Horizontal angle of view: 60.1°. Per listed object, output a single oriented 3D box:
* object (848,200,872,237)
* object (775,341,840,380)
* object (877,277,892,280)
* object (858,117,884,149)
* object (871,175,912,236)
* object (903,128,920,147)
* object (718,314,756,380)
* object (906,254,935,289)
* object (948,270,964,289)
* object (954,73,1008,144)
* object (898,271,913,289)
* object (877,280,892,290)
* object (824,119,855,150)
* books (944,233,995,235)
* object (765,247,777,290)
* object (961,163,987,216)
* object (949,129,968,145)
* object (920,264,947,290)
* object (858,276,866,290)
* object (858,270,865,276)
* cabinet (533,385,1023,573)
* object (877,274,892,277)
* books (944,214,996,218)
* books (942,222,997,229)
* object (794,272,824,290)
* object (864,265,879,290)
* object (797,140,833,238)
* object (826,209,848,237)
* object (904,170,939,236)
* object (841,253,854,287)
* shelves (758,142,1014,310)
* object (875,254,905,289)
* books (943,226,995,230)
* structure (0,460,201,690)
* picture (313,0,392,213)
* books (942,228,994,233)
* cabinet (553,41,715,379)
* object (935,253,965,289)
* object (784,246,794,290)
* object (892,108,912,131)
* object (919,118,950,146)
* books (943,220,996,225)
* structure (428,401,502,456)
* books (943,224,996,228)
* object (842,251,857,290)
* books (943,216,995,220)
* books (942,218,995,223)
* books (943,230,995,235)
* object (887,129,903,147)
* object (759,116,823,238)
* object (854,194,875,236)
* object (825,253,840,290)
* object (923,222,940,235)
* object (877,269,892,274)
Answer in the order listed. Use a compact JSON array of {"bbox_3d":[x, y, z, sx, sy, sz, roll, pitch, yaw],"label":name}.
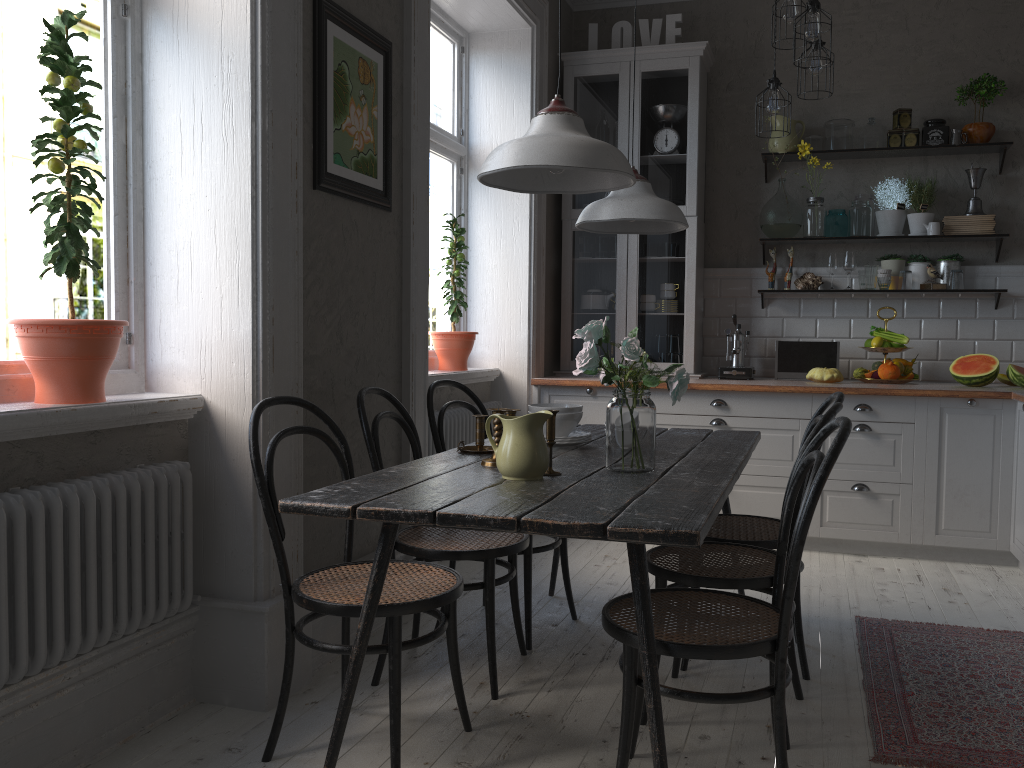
[{"bbox_3d":[1.974,-0.933,5.025,0.122,0.206,0.127,3,4,40],"label":"object"},{"bbox_3d":[1.682,-0.132,5.050,0.347,0.226,0.089,2,3,17],"label":"object"},{"bbox_3d":[2.091,-0.572,4.974,0.076,0.051,0.078,1,3,11],"label":"object"},{"bbox_3d":[2.074,-1.427,5.114,0.142,0.220,0.138,-1,3,-23],"label":"object"},{"bbox_3d":[2.181,-1.007,5.054,0.240,0.354,0.239,3,4,36],"label":"object"},{"bbox_3d":[2.236,-1.364,4.956,0.081,0.113,0.084,2,3,28],"label":"object"},{"bbox_3d":[1.286,-0.210,5.074,0.203,0.370,0.357,2,3,18],"label":"object"},{"bbox_3d":[2.317,-0.635,5.044,0.150,0.214,0.170,-2,4,-42],"label":"object"},{"bbox_3d":[2.455,-0.575,4.893,0.077,0.108,0.078,1,3,11],"label":"object"},{"bbox_3d":[2.575,-1.496,4.850,0.255,0.397,0.246,3,4,42],"label":"object"},{"bbox_3d":[2.218,-0.583,4.992,0.077,0.108,0.078,1,3,11],"label":"object"},{"bbox_3d":[2.090,-0.555,4.974,0.076,0.051,0.078,1,3,11],"label":"object"},{"bbox_3d":[1.874,-1.410,5.076,0.175,0.184,0.168,-1,4,-33],"label":"object"},{"bbox_3d":[2.539,-0.824,4.929,0.257,0.011,0.160,2,3,20],"label":"books"},{"bbox_3d":[1.538,-0.680,5.247,0.053,0.264,0.061,0,3,-11],"label":"object"},{"bbox_3d":[2.564,-1.069,4.904,0.130,0.287,0.131,1,3,3],"label":"object"},{"bbox_3d":[2.441,-1.346,4.843,0.092,0.096,0.075,2,3,18],"label":"object"},{"bbox_3d":[2.358,-0.595,4.941,0.119,0.147,0.099,0,3,-15],"label":"object"},{"bbox_3d":[2.036,-0.580,5.115,0.076,0.083,0.079,3,4,36],"label":"object"},{"bbox_3d":[2.036,-0.613,5.114,0.076,0.083,0.079,3,4,36],"label":"object"},{"bbox_3d":[1.807,0.484,3.676,2.022,0.854,4.124,-1,3,-25],"label":"cabinet"},{"bbox_3d":[2.091,-0.590,4.973,0.075,0.051,0.079,3,4,37],"label":"object"},{"bbox_3d":[2.540,-0.922,4.923,0.257,0.011,0.160,2,3,23],"label":"books"},{"bbox_3d":[2.540,-0.879,4.926,0.257,0.011,0.160,2,3,20],"label":"books"},{"bbox_3d":[1.721,-0.598,5.153,0.177,0.111,0.096,0,3,-5],"label":"object"},{"bbox_3d":[2.041,-0.603,5.033,0.079,0.139,0.078,0,3,-9],"label":"object"},{"bbox_3d":[1.708,-1.106,5.040,0.190,0.540,0.283,1,3,10],"label":"object"},{"bbox_3d":[1.887,-0.924,5.147,0.124,0.172,0.128,2,3,21],"label":"object"},{"bbox_3d":[2.290,-1.013,4.965,0.187,0.380,0.167,-1,3,-21],"label":"object"},{"bbox_3d":[1.944,-0.648,5.120,0.081,0.217,0.082,1,3,4],"label":"object"},{"bbox_3d":[2.092,-0.859,5.056,1.301,0.923,0.231,2,3,17],"label":"shelves"},{"bbox_3d":[2.167,-0.644,5.080,0.157,0.217,0.155,1,3,-2],"label":"object"},{"bbox_3d":[2.539,-0.857,4.927,0.256,0.016,0.160,2,3,26],"label":"books"},{"bbox_3d":[-1.120,0.451,1.939,0.147,0.428,1.237,2,3,17],"label":"structure"},{"bbox_3d":[-0.531,-0.933,3.023,0.019,0.619,0.527,2,3,19],"label":"picture"},{"bbox_3d":[2.539,-0.847,4.927,0.256,0.016,0.160,3,4,30],"label":"books"},{"bbox_3d":[0.736,-0.983,5.318,0.869,1.921,0.392,2,3,17],"label":"cabinet"},{"bbox_3d":[2.476,-0.630,5.005,0.157,0.213,0.154,2,3,15],"label":"object"},{"bbox_3d":[1.633,-0.677,5.202,0.063,0.264,0.052,-2,4,-36],"label":"object"},{"bbox_3d":[2.183,-1.476,4.957,0.083,0.113,0.082,1,3,-2],"label":"object"},{"bbox_3d":[2.368,-1.393,4.967,0.140,0.174,0.144,2,3,18],"label":"object"},{"bbox_3d":[2.540,-0.890,4.925,0.257,0.011,0.160,2,3,23],"label":"books"},{"bbox_3d":[-0.288,0.332,4.364,0.147,0.428,1.237,2,3,17],"label":"structure"},{"bbox_3d":[2.539,-0.868,4.926,0.257,0.011,0.160,2,3,23],"label":"books"},{"bbox_3d":[1.917,-0.643,5.034,0.081,0.217,0.082,1,3,4],"label":"object"},{"bbox_3d":[2.540,-0.911,4.924,0.256,0.016,0.160,2,3,26],"label":"books"},{"bbox_3d":[2.540,-0.900,4.925,0.256,0.016,0.160,3,4,30],"label":"books"},{"bbox_3d":[2.539,-0.836,4.928,0.257,0.011,0.160,2,3,23],"label":"books"},{"bbox_3d":[2.154,-1.366,4.985,0.082,0.113,0.084,2,3,18],"label":"object"},{"bbox_3d":[1.558,-1.181,5.129,0.337,0.674,0.334,0,3,-14],"label":"object"},{"bbox_3d":[2.046,-0.968,5.161,0.129,0.264,0.133,2,3,23],"label":"object"},{"bbox_3d":[1.864,-0.650,5.149,0.081,0.217,0.082,1,3,4],"label":"object"},{"bbox_3d":[2.330,-0.855,4.893,0.064,0.071,0.104,-2,4,-42],"label":"object"},{"bbox_3d":[2.091,-0.615,4.971,0.077,0.051,0.077,1,3,4],"label":"object"}]
